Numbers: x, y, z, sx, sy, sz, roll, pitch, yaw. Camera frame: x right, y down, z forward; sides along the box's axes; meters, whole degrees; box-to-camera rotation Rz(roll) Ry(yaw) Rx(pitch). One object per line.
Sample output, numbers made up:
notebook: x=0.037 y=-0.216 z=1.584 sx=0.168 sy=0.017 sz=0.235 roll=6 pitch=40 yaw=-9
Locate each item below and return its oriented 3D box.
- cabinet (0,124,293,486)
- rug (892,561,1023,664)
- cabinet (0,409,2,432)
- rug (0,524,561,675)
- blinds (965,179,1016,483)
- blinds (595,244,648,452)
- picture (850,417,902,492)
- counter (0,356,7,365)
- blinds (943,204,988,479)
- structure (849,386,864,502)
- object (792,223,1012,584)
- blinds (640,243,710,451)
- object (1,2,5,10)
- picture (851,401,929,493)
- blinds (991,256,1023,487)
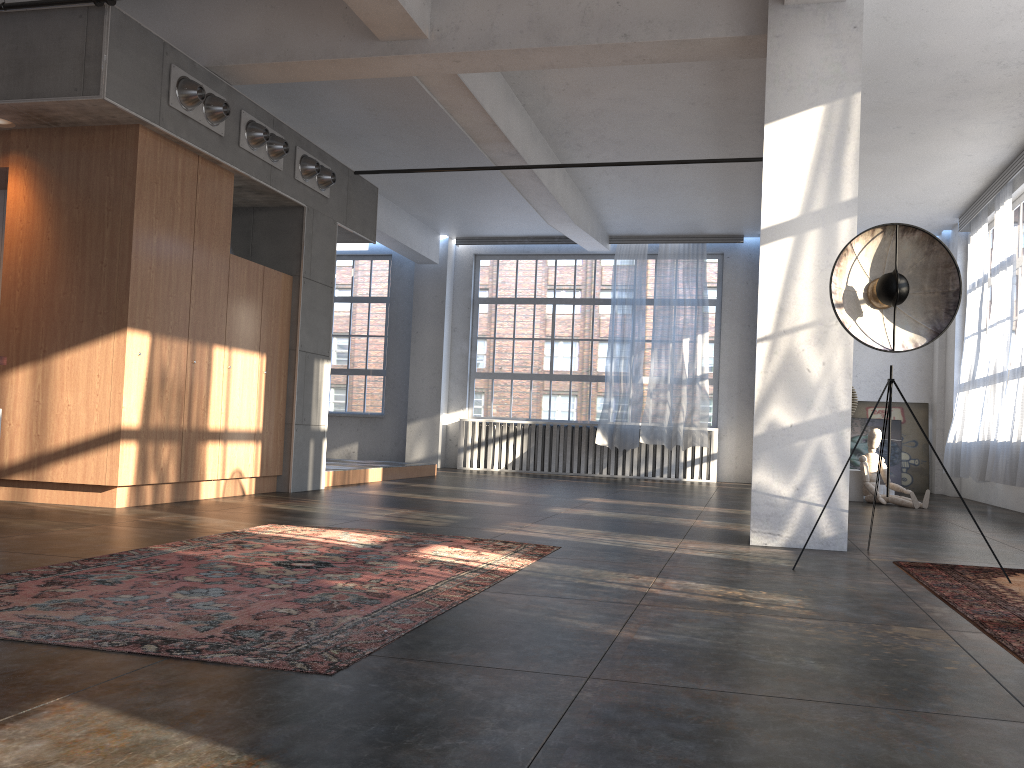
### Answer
cabinet: x=-6.292 y=-0.605 z=8.254 sx=8.029 sy=2.560 sz=2.404 roll=2 pitch=-3 yaw=13
rug: x=2.666 y=0.939 z=3.369 sx=1.798 sy=0.009 sz=3.161 roll=2 pitch=-3 yaw=14
cabinet: x=-5.717 y=0.242 z=5.134 sx=5.594 sy=0.929 sz=0.931 roll=2 pitch=-3 yaw=13
rug: x=-0.985 y=0.805 z=3.881 sx=1.836 sy=0.029 sz=2.915 roll=2 pitch=-3 yaw=14
blinds: x=5.740 y=-0.673 z=10.548 sx=0.312 sy=3.710 sz=1.035 roll=2 pitch=-2 yaw=14
blinds: x=1.817 y=-0.677 z=14.320 sx=0.685 sy=3.556 sz=0.886 roll=2 pitch=-2 yaw=13
picture: x=5.301 y=1.070 z=13.738 sx=1.420 sy=1.141 sz=0.307 roll=2 pitch=-2 yaw=11
counter: x=-6.304 y=0.196 z=5.280 sx=6.592 sy=0.970 sz=1.154 roll=2 pitch=-3 yaw=13
blinds: x=6.037 y=-0.605 z=11.713 sx=0.336 sy=3.694 sz=1.044 roll=2 pitch=-2 yaw=12
structure: x=4.038 y=0.285 z=11.105 sx=0.670 sy=2.324 sz=0.758 roll=2 pitch=-2 yaw=14
object: x=2.142 y=0.063 z=5.051 sx=1.045 sy=1.918 sz=1.192 roll=2 pitch=-2 yaw=14
blinds: x=2.654 y=-0.697 z=13.987 sx=1.047 sy=3.498 sz=1.010 roll=2 pitch=-2 yaw=14
object: x=-11.471 y=0.125 z=10.256 sx=12.977 sy=1.214 sz=0.965 roll=1 pitch=-3 yaw=24
picture: x=5.847 y=0.964 z=13.725 sx=1.136 sy=1.385 sz=0.256 roll=2 pitch=-2 yaw=13
blinds: x=5.384 y=-0.760 z=9.243 sx=0.357 sy=3.672 sz=1.042 roll=2 pitch=-2 yaw=14
